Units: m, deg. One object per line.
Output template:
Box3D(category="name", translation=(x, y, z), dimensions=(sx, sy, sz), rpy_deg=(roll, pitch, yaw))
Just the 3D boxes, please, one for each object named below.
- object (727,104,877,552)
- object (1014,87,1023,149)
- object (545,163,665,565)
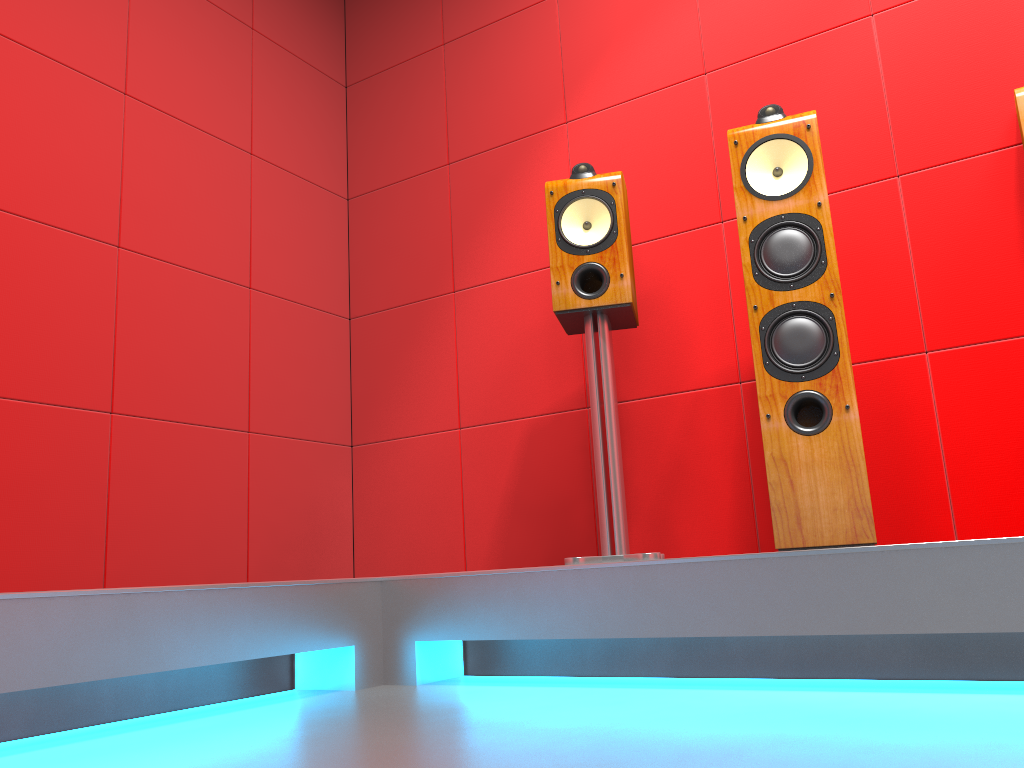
Box3D(category="object", translation=(0.671, -0.141, 2.073), dimensions=(0.203, 1.052, 0.238), rpy_deg=(-8, -13, 21))
Box3D(category="object", translation=(1.460, -0.642, 2.049), dimensions=(0.493, 0.271, 0.235), rpy_deg=(-11, -14, 31))
Box3D(category="object", translation=(0.234, -0.062, 2.337), dimensions=(0.231, 1.058, 0.265), rpy_deg=(-6, -13, 11))
